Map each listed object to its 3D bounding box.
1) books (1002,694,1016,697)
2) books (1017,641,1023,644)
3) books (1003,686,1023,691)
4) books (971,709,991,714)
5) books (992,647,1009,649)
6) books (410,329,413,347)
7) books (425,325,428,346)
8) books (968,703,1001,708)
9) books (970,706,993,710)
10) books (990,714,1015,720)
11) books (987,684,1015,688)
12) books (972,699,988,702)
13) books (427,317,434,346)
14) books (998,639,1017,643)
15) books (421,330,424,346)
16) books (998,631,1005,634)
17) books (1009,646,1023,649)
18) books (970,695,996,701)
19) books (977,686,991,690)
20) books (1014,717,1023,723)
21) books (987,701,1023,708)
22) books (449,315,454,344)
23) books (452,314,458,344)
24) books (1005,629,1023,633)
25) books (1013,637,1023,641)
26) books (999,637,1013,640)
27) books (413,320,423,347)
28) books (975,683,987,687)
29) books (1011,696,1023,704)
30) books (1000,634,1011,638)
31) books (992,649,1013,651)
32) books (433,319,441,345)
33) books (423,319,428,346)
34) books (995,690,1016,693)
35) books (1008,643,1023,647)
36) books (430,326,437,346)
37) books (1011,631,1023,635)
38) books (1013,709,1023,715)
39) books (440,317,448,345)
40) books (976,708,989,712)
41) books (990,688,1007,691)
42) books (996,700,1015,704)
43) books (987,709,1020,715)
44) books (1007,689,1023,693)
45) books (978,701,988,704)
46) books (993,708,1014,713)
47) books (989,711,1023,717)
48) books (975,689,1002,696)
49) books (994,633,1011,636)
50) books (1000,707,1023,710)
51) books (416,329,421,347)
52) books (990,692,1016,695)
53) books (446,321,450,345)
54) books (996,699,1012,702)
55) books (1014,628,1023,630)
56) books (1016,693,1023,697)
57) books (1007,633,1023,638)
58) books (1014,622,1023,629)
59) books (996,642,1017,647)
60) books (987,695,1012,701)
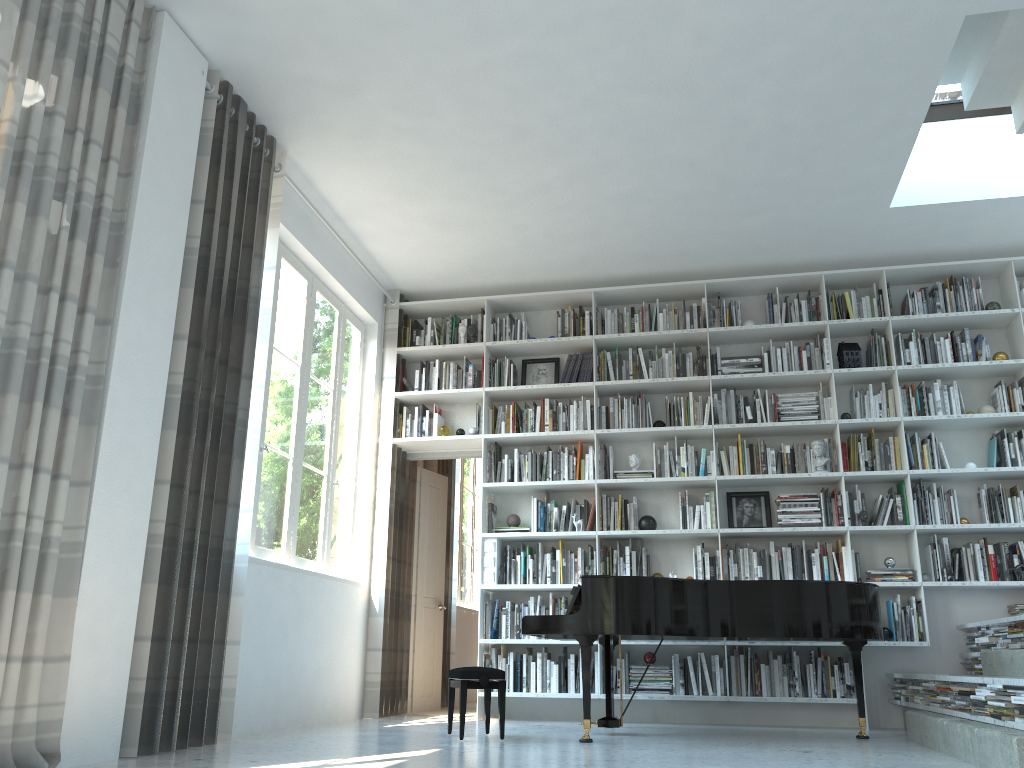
[{"bbox_3d":[2.108,1.277,3.635,0.133,0.009,0.210,-4,-18,15],"label":"books"},{"bbox_3d":[2.871,1.410,4.839,0.138,0.017,0.238,-3,-18,11],"label":"books"},{"bbox_3d":[2.015,1.156,3.366,0.192,0.014,0.257,-2,-18,8],"label":"books"},{"bbox_3d":[2.155,1.441,3.897,0.171,0.005,0.298,-3,-18,11],"label":"books"},{"bbox_3d":[2.903,1.521,5.106,0.190,0.012,0.236,-2,-18,10],"label":"books"},{"bbox_3d":[-0.785,-0.323,7.178,0.024,0.194,0.167,-3,-17,12],"label":"books"},{"bbox_3d":[-0.666,-0.340,7.171,0.024,0.226,0.158,-3,-17,12],"label":"books"},{"bbox_3d":[2.146,1.417,3.907,0.189,0.013,0.216,-2,-18,10],"label":"books"},{"bbox_3d":[2.151,1.427,3.903,0.180,0.008,0.268,-3,-18,11],"label":"books"},{"bbox_3d":[2.077,1.360,3.617,0.191,0.016,0.209,-5,-18,16],"label":"books"},{"bbox_3d":[2.085,1.244,3.651,0.182,0.016,0.257,-4,-18,14],"label":"books"},{"bbox_3d":[2.152,1.398,3.911,0.171,0.007,0.261,-4,-18,14],"label":"books"},{"bbox_3d":[-0.643,-0.372,7.164,0.028,0.282,0.190,-3,-17,12],"label":"books"},{"bbox_3d":[2.923,1.484,5.113,0.154,0.018,0.221,-3,-18,11],"label":"books"},{"bbox_3d":[-0.702,-0.321,7.181,0.031,0.195,0.145,-3,-17,12],"label":"books"},{"bbox_3d":[2.922,1.438,5.127,0.160,0.010,0.180,-3,-18,12],"label":"books"},{"bbox_3d":[2.842,1.438,4.837,0.182,0.011,0.254,-4,-18,15],"label":"books"},{"bbox_3d":[2.150,1.387,3.915,0.180,0.016,0.183,-2,-18,9],"label":"books"},{"bbox_3d":[2.162,1.346,3.925,0.139,0.013,0.289,-5,-18,16],"label":"books"},{"bbox_3d":[2.022,1.268,3.330,0.184,0.017,0.231,-4,-18,13],"label":"books"},{"bbox_3d":[2.084,1.312,3.630,0.191,0.015,0.247,-3,-18,13],"label":"books"},{"bbox_3d":[-0.478,-0.389,7.138,0.014,0.303,0.146,-3,-17,12],"label":"books"},{"bbox_3d":[-0.455,-0.392,7.145,0.029,0.313,0.129,-3,-17,12],"label":"books"},{"bbox_3d":[2.847,1.354,4.861,0.187,0.009,0.262,-3,-18,11],"label":"books"},{"bbox_3d":[2.859,1.394,4.846,0.159,0.018,0.203,-2,-18,10],"label":"books"},{"bbox_3d":[2.927,1.469,5.117,0.150,0.013,0.216,-3,-18,12],"label":"books"},{"bbox_3d":[-0.761,-0.361,7.179,0.025,0.268,0.177,-3,-17,12],"label":"books"},{"bbox_3d":[2.163,1.333,3.929,0.157,0.014,0.216,-4,-18,13],"label":"books"},{"bbox_3d":[2.028,1.199,3.350,0.156,0.027,0.288,-1,-18,7],"label":"books"},{"bbox_3d":[2.924,1.456,5.121,0.144,0.013,0.221,-4,-18,14],"label":"books"},{"bbox_3d":[2.907,1.532,5.102,0.183,0.012,0.297,-3,-18,11],"label":"books"},{"bbox_3d":[-0.585,-0.370,7.134,0.057,0.262,0.191,-3,-17,12],"label":"books"},{"bbox_3d":[-0.684,-0.368,7.174,0.010,0.280,0.161,-3,-17,12],"label":"books"},{"bbox_3d":[2.106,1.264,3.640,0.133,0.008,0.285,-2,-18,8],"label":"books"},{"bbox_3d":[2.849,1.426,4.839,0.178,0.014,0.248,-2,-18,10],"label":"books"},{"bbox_3d":[-0.617,-0.339,7.138,0.030,0.205,0.176,-3,-17,12],"label":"books"},{"bbox_3d":[2.854,1.364,4.857,0.161,0.012,0.255,-4,-18,15],"label":"books"},{"bbox_3d":[2.017,1.239,3.341,0.187,0.017,0.206,-5,-18,16],"label":"books"},{"bbox_3d":[-0.535,-0.377,7.142,0.039,0.281,0.182,-3,-17,12],"label":"books"},{"bbox_3d":[2.157,1.434,3.899,0.159,0.009,0.276,-4,-18,14],"label":"books"},{"bbox_3d":[2.085,1.256,3.647,0.178,0.010,0.196,-5,-18,16],"label":"books"},{"bbox_3d":[2.097,1.302,3.630,0.150,0.004,0.291,-4,-18,15],"label":"books"},{"bbox_3d":[2.081,1.341,3.622,0.191,0.006,0.276,-4,-18,13],"label":"books"},{"bbox_3d":[2.022,1.167,3.361,0.176,0.010,0.267,-2,-18,8],"label":"books"},{"bbox_3d":[2.169,1.405,3.905,0.145,0.010,0.267,-3,-18,11],"label":"books"},{"bbox_3d":[2.096,1.334,3.620,0.170,0.006,0.269,-3,-18,12],"label":"books"},{"bbox_3d":[2.088,1.348,3.618,0.178,0.009,0.277,-2,-18,10],"label":"books"},{"bbox_3d":[2.164,1.365,3.919,0.141,0.028,0.223,-1,-18,7],"label":"books"},{"bbox_3d":[2.916,1.447,5.126,0.167,0.008,0.235,-3,-18,11],"label":"books"},{"bbox_3d":[2.104,1.325,3.622,0.154,0.014,0.197,-3,-18,12],"label":"books"},{"bbox_3d":[-0.736,-0.323,7.162,0.028,0.186,0.182,-3,-18,12],"label":"books"},{"bbox_3d":[2.094,1.271,3.640,0.175,0.006,0.252,-3,-18,12],"label":"books"},{"bbox_3d":[-0.497,-0.361,7.148,0.030,0.256,0.130,-3,-17,12],"label":"books"},{"bbox_3d":[2.106,1.297,3.630,0.131,0.007,0.293,-2,-18,8],"label":"books"},{"bbox_3d":[2.873,1.343,4.859,0.128,0.013,0.297,-2,-18,10],"label":"books"},{"bbox_3d":[2.029,1.179,3.356,0.165,0.015,0.244,-4,-18,15],"label":"books"},{"bbox_3d":[2.851,1.378,4.853,0.179,0.017,0.294,-3,-18,12],"label":"books"},{"bbox_3d":[2.862,1.324,4.867,0.139,0.028,0.262,-5,-18,16],"label":"books"},{"bbox_3d":[2.911,1.504,5.110,0.164,0.023,0.243,-4,-18,15],"label":"books"},{"bbox_3d":[2.086,1.289,3.636,0.168,0.013,0.282,-1,-18,7],"label":"books"}]
